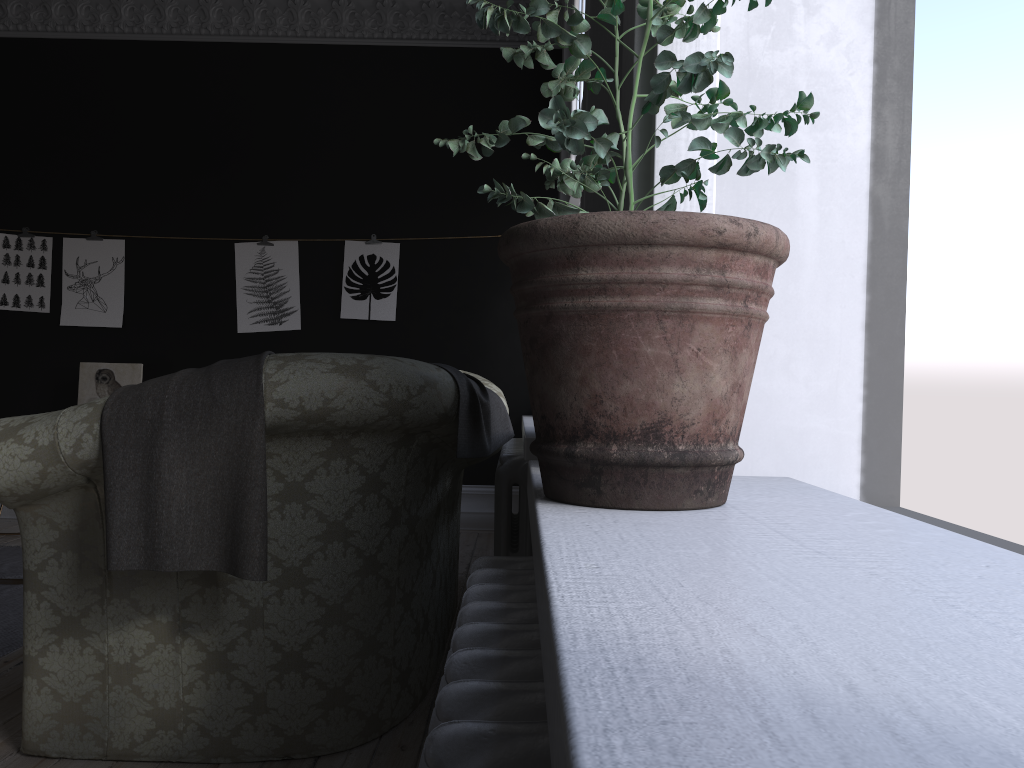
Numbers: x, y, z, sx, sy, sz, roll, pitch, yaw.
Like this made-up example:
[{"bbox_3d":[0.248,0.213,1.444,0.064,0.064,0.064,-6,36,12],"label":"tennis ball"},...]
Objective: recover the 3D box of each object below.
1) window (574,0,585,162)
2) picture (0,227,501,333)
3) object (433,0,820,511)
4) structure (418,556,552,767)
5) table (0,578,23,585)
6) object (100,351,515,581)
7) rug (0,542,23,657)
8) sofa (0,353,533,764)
[{"bbox_3d":[0.313,-1.019,3.510,0.056,1.672,1.262,1,1,0],"label":"window"},{"bbox_3d":[-2.269,-0.766,6.485,4.457,0.771,0.058,1,1,0],"label":"picture"},{"bbox_3d":[0.134,-0.417,1.178,0.505,1.134,0.474,2,1,40],"label":"object"},{"bbox_3d":[0.041,0.659,0.759,0.276,0.849,1.141,1,0,0],"label":"structure"},{"bbox_3d":[-2.790,0.714,3.727,1.092,0.558,1.448,1,0,0],"label":"table"},{"bbox_3d":[-0.492,0.209,2.623,1.367,0.585,0.517,1,0,-40],"label":"object"},{"bbox_3d":[-2.948,0.976,3.686,2.105,0.050,3.644,1,0,1],"label":"rug"},{"bbox_3d":[-0.594,0.497,3.591,1.606,1.161,2.812,1,0,1],"label":"sofa"}]
